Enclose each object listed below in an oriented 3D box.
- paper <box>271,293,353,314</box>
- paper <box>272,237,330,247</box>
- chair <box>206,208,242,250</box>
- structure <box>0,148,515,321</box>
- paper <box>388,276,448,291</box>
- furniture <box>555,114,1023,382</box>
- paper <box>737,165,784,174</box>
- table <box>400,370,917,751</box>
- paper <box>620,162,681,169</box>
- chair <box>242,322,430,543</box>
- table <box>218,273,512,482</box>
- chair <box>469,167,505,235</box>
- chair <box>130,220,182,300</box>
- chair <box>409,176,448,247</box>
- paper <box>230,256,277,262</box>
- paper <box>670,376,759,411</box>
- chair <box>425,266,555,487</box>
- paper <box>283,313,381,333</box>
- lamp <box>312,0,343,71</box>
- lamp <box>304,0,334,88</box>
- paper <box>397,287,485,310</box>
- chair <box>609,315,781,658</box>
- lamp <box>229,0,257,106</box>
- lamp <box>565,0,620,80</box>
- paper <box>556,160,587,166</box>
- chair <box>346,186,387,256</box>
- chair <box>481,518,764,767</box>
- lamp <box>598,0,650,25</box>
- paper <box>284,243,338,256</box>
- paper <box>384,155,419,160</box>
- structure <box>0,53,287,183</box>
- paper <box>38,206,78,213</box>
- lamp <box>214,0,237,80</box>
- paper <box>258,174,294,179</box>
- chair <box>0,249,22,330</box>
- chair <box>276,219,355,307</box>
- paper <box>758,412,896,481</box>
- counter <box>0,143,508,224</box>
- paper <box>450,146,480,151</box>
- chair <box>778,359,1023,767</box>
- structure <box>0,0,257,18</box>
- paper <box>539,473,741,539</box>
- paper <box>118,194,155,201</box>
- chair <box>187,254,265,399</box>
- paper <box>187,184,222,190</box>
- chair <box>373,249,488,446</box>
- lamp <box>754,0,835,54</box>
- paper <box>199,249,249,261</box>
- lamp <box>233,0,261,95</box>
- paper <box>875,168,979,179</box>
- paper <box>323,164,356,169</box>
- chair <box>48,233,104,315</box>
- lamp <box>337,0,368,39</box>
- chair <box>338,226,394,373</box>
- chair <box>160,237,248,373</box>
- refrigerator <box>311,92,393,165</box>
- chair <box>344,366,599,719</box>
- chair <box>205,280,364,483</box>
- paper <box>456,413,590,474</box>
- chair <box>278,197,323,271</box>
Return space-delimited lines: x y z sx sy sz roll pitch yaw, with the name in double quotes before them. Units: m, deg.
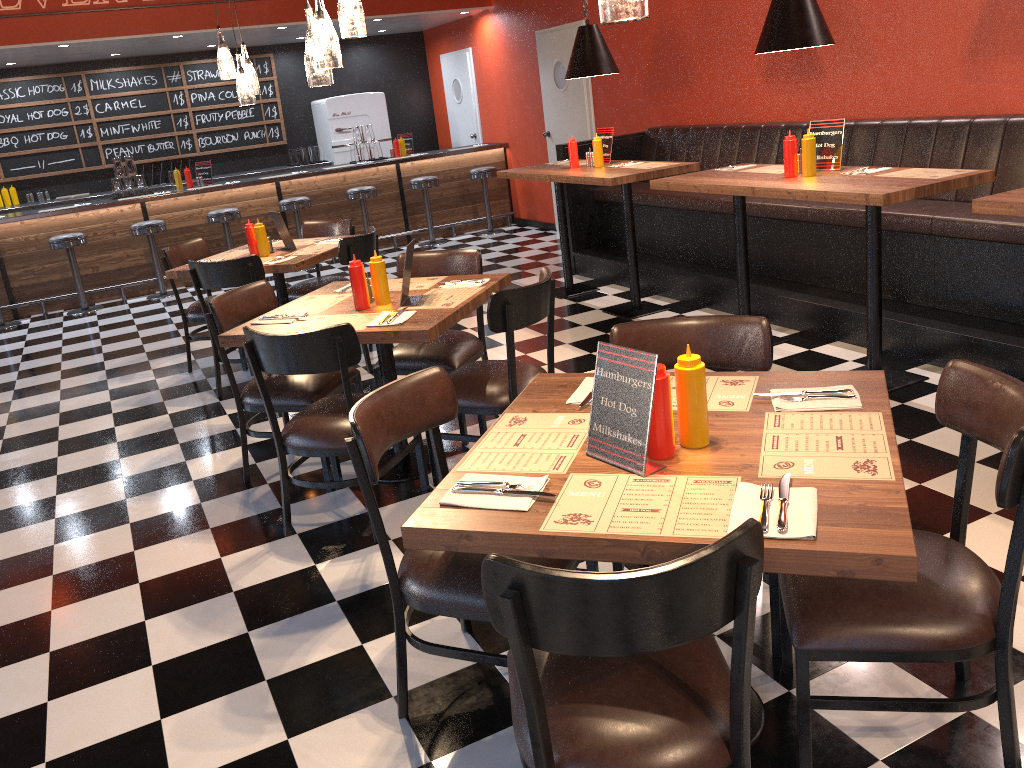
"paper" -0.909 -0.364 4.038 0.261 0.001 0.370 -1 19 18
"paper" -1.481 -0.975 6.104 0.365 0.001 0.264 1 20 22
"chair" -2.981 -1.463 9.372 0.348 0.765 0.353 -1 17 20
"structure" -3.133 -1.560 9.590 7.068 1.027 0.217 -15 18 -23
"paper" -0.521 -0.477 4.236 0.365 0.001 0.264 -1 19 19
"furniture" 2.833 -0.622 4.042 1.108 1.136 8.830 -14 20 -23
"paper" 1.481 -1.204 4.966 0.262 0.001 0.368 -14 19 -20
"table" 0.423 0.492 2.175 0.960 0.765 0.968 -1 18 20
"paper" 0.938 -1.486 6.022 0.262 0.001 0.368 -14 19 -20
"chair" -0.699 0.132 3.538 0.486 0.857 0.551 -1 18 20
"table" -0.566 0.002 4.031 0.960 0.765 0.968 -1 18 20
"chair" -0.301 -2.189 10.559 0.348 0.765 0.353 -1 17 20
"chair" -3.651 -1.282 9.076 0.348 0.765 0.353 -3 17 15
"chair" -0.971 -2.007 10.262 0.349 0.765 0.351 -13 17 -18
"paper" -1.685 -0.759 5.527 0.365 0.001 0.264 0 19 19
"paper" 0.456 0.022 2.356 0.365 0.001 0.264 0 20 21
"chair" -0.056 -0.027 3.777 0.545 0.857 0.492 2 19 29
"paper" -0.714 -0.252 3.626 0.365 0.001 0.264 -1 19 18
"lamp" -0.848 -2.194 3.298 0.108 1.942 0.110 -2 17 17
"lamp" -0.907 -2.164 3.416 0.108 1.942 0.109 -11 16 -12
"paper" -0.300 -0.373 3.837 0.261 0.001 0.370 0 19 21
"chair" 0.545 0.273 2.643 0.486 0.857 0.551 -3 17 15
"lamp" -1.767 -2.671 5.276 0.108 1.942 0.110 -1 17 22
"lamp" 0.431 -3.080 5.818 0.382 2.020 0.386 -2 17 17
"paper" 0.525 -1.714 6.868 0.262 0.001 0.368 -14 19 -20
"chair" -1.641 -1.826 9.966 0.350 0.765 0.351 -14 18 -23
"chair" 0.225 0.610 1.744 0.486 0.857 0.551 -7 17 -1
"lamp" 0.125 -1.700 1.623 0.108 1.942 0.109 -11 16 -12
"paper" -1.260 -0.866 5.690 0.261 0.001 0.370 0 19 20
"paper" -1.305 -2.673 10.461 0.367 0.001 0.263 -15 20 -22
"structure" -5.081 -3.198 10.767 4.561 1.133 0.202 -15 18 -23
"paper" -4.607 -1.778 8.995 0.367 0.001 0.263 -15 20 -22
"lamp" -1.912 -2.858 5.351 0.109 1.942 0.109 -17 19 -31
"paper" -2.613 -2.309 9.852 0.367 0.001 0.263 -16 20 -26
"chair" -4.991 -0.919 8.482 0.348 0.765 0.352 1 18 25
"chair" -1.362 -0.714 6.350 0.487 0.857 0.550 3 20 31
"paper" 0.685 0.130 1.946 0.261 0.001 0.370 -1 19 19
"counter" -3.333 -2.147 9.713 7.068 0.049 0.681 -15 20 -23
"paper" -0.589 -2.867 10.777 0.366 0.001 0.264 -11 19 -13
"chair" 0.898 0.430 2.036 0.544 0.857 0.492 -3 17 13
"structure" -3.701 -3.909 8.672 2.886 0.433 0.123 -15 18 -23
"paper" 0.264 0.239 1.775 0.365 0.001 0.264 -1 19 18
"paper" -3.929 -1.957 9.281 0.367 0.001 0.263 -15 20 -22
"chair" -1.614 -0.392 5.468 0.486 0.857 0.551 -3 17 15
"paper" -3.311 -2.122 9.548 0.367 0.001 0.263 -15 20 -22
"chair" -0.379 -0.205 4.437 0.486 0.857 0.551 0 18 23
"lamp" 1.279 -2.624 4.118 0.382 2.020 0.387 -2 17 17
"paper" -1.891 -0.861 5.915 0.261 0.001 0.370 0 19 20
"lamp" -1.769 -2.767 5.378 0.109 1.942 0.109 -19 20 -35
"paper" 1.925 -0.982 4.127 0.262 0.001 0.368 -14 19 -20
"paper" -1.974 -2.495 10.172 0.367 0.001 0.263 -15 20 -22
"chair" -4.321 -1.100 8.779 0.348 0.765 0.352 1 18 25
"lamp" -0.756 -2.336 3.336 0.108 1.942 0.109 5 20 36
"chair" -1.081 -0.541 5.720 0.544 0.857 0.492 -2 17 15
"chair" -2.049 -0.564 6.154 0.544 0.857 0.492 -3 17 15
"refrigerator" -2.068 -2.969 11.953 0.806 1.782 0.856 -14 18 -23
"chair" -0.098 0.432 2.404 0.544 0.857 0.492 0 18 24
"chair" -1.052 -0.025 4.146 0.544 0.857 0.492 -2 17 17
"paper" 0.050 0.138 2.159 0.261 0.001 0.370 -1 19 19
"chair" -2.311 -1.645 9.669 0.348 0.765 0.353 -1 17 20
